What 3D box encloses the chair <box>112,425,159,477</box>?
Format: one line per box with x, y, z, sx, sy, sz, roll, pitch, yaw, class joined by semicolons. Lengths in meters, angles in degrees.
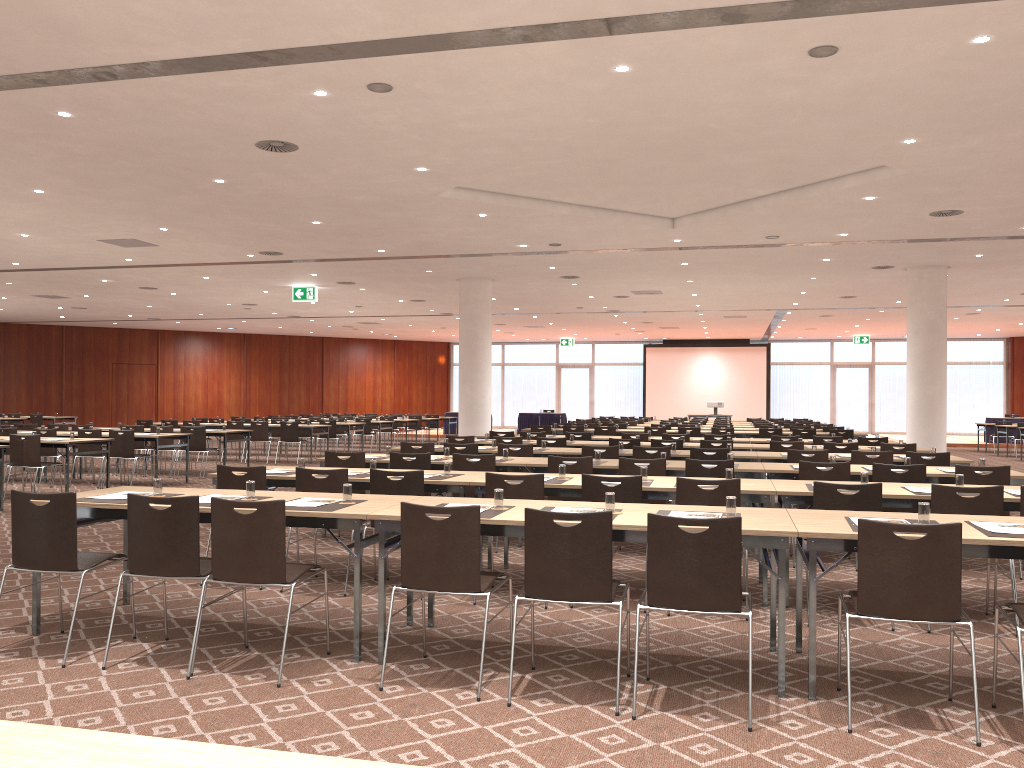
-7.046;1.232;16.617;0.535;0.939;0.614;0;-1;17;chair

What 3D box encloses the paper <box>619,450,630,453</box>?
1.182;0.829;10.918;0.460;0.003;0.565;0;-1;15;paper

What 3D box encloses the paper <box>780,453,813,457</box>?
3.391;0.836;10.386;0.460;0.003;0.565;0;-1;14;paper

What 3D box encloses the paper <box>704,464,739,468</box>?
1.978;0.798;8.677;0.460;0.003;0.565;0;-1;16;paper

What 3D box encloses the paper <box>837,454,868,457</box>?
3.960;0.834;10.296;0.283;0.006;0.398;0;-1;11;paper

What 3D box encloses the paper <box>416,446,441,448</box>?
-1.051;0.820;11.532;0.283;0.006;0.398;0;-1;14;paper

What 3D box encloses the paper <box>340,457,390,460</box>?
-1.525;0.788;9.499;0.460;0.003;0.565;0;-1;13;paper

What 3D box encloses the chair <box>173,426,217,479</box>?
-5.768;1.233;16.186;0.535;0.939;0.614;0;-1;12;chair

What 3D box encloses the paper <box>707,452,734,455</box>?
2.417;0.833;10.616;0.460;0.003;0.565;0;-1;12;paper

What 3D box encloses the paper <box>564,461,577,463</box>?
0.674;0.792;9.064;0.283;0.006;0.398;0;-1;13;paper

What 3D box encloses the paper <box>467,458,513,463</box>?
-0.265;0.792;9.216;0.460;0.003;0.565;0;-1;15;paper

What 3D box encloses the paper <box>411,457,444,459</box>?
-0.908;0.787;9.436;0.283;0.006;0.398;0;-1;13;paper

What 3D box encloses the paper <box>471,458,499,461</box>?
-0.281;0.789;9.280;0.283;0.006;0.398;0;-1;11;paper

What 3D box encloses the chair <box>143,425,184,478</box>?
-6.407;1.233;16.418;0.535;0.939;0.614;0;-1;11;chair

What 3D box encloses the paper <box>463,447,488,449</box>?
-0.439;0.822;11.378;0.283;0.006;0.398;0;-1;13;paper

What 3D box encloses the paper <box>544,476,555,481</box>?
0.175;0.757;7.124;0.283;0.006;0.398;0;-1;15;paper

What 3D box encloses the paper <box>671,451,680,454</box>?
1.799;0.831;10.742;0.460;0.003;0.565;0;-1;14;paper

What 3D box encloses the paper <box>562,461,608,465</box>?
0.698;0.794;8.976;0.460;0.003;0.565;0;-1;15;paper

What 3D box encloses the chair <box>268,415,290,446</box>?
-6.990;1.392;26.398;0.535;0.939;0.614;0;-1;11;chair

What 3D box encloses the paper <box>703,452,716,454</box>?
2.379;0.830;10.691;0.283;0.006;0.398;0;-1;14;paper

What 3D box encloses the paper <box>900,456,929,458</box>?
4.614;0.836;10.162;0.283;0.006;0.398;0;-1;15;paper

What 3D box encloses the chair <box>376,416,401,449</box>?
-3.527;1.399;25.410;0.535;0.939;0.614;0;-1;16;chair

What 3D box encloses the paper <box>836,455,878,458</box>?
3.997;0.837;10.228;0.460;0.003;0.565;0;-1;13;paper

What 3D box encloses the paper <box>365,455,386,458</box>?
-1.539;0.785;9.585;0.283;0.006;0.398;0;-1;16;paper

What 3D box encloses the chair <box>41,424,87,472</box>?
-8.547;1.227;16.939;0.535;0.939;0.614;0;-1;13;chair

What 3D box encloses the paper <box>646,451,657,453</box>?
1.776;0.828;10.832;0.283;0.006;0.398;0;-1;12;paper

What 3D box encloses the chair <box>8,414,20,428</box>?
-14.551;1.337;26.121;0.535;0.939;0.614;0;-1;15;chair

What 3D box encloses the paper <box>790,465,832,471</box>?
2.903;0.800;8.440;0.460;0.003;0.565;0;-1;13;paper

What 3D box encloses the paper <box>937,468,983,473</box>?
4.138;0.801;8.204;0.283;0.006;0.398;0;-1;11;paper

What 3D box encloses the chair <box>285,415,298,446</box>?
-6.404;1.391;26.111;0.535;0.939;0.614;0;-1;16;chair

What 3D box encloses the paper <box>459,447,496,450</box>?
-0.406;0.825;11.310;0.460;0.003;0.565;0;-1;14;paper

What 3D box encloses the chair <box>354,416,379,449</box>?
-4.176;1.399;25.652;0.535;0.939;0.614;0;-1;16;chair

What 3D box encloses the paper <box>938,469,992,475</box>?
4.189;0.804;8.136;0.460;0.003;0.565;0;-1;17;paper

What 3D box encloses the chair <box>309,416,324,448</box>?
-5.692;1.395;26.021;0.535;0.939;0.614;0;-1;11;chair

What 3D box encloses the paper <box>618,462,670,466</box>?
1.318;0.796;8.845;0.460;0.003;0.565;0;-1;16;paper

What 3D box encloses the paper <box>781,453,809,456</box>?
3.335;0.832;10.452;0.283;0.006;0.398;0;-1;13;paper

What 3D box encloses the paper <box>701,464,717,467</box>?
1.904;0.795;8.732;0.283;0.006;0.398;0;-1;13;paper

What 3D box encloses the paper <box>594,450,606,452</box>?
1.130;0.827;11.013;0.283;0.006;0.398;0;-1;15;paper

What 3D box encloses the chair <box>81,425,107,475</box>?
-8.011;1.227;16.732;0.535;0.939;0.614;0;-1;14;chair

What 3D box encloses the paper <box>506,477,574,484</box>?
0.216;0.759;7.027;0.460;0.003;0.565;0;-1;14;paper

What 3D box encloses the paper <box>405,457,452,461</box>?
-0.876;0.791;9.391;0.460;0.003;0.565;0;-1;17;paper

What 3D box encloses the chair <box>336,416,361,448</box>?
-4.768;1.398;25.857;0.535;0.939;0.614;0;-1;14;chair

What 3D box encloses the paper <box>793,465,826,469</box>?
2.855;0.798;8.521;0.283;0.006;0.398;0;-1;15;paper

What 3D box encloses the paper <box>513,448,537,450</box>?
0.176;0.823;11.210;0.283;0.006;0.398;0;-1;14;paper

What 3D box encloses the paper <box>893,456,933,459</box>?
4.616;0.839;10.065;0.460;0.003;0.565;0;-1;12;paper

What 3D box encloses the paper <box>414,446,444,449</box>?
-1.031;0.823;11.454;0.460;0.003;0.565;0;-1;14;paper

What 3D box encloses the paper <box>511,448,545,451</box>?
0.204;0.827;11.156;0.460;0.003;0.565;0;-1;14;paper

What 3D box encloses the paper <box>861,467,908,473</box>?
3.538;0.802;8.284;0.460;0.003;0.565;0;-1;15;paper

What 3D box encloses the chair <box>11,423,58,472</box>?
-9.162;1.224;17.013;0.535;0.939;0.614;0;-1;15;chair

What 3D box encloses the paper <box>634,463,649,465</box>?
1.280;0.793;8.901;0.283;0.006;0.398;0;-1;13;paper

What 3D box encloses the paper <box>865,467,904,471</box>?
3.500;0.799;8.347;0.283;0.006;0.398;0;-1;11;paper

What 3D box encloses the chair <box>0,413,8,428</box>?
-15.166;1.337;26.398;0.535;0.939;0.614;0;-1;13;chair

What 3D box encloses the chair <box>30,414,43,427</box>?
-13.870;1.340;26.082;0.535;0.939;0.614;0;-1;14;chair
